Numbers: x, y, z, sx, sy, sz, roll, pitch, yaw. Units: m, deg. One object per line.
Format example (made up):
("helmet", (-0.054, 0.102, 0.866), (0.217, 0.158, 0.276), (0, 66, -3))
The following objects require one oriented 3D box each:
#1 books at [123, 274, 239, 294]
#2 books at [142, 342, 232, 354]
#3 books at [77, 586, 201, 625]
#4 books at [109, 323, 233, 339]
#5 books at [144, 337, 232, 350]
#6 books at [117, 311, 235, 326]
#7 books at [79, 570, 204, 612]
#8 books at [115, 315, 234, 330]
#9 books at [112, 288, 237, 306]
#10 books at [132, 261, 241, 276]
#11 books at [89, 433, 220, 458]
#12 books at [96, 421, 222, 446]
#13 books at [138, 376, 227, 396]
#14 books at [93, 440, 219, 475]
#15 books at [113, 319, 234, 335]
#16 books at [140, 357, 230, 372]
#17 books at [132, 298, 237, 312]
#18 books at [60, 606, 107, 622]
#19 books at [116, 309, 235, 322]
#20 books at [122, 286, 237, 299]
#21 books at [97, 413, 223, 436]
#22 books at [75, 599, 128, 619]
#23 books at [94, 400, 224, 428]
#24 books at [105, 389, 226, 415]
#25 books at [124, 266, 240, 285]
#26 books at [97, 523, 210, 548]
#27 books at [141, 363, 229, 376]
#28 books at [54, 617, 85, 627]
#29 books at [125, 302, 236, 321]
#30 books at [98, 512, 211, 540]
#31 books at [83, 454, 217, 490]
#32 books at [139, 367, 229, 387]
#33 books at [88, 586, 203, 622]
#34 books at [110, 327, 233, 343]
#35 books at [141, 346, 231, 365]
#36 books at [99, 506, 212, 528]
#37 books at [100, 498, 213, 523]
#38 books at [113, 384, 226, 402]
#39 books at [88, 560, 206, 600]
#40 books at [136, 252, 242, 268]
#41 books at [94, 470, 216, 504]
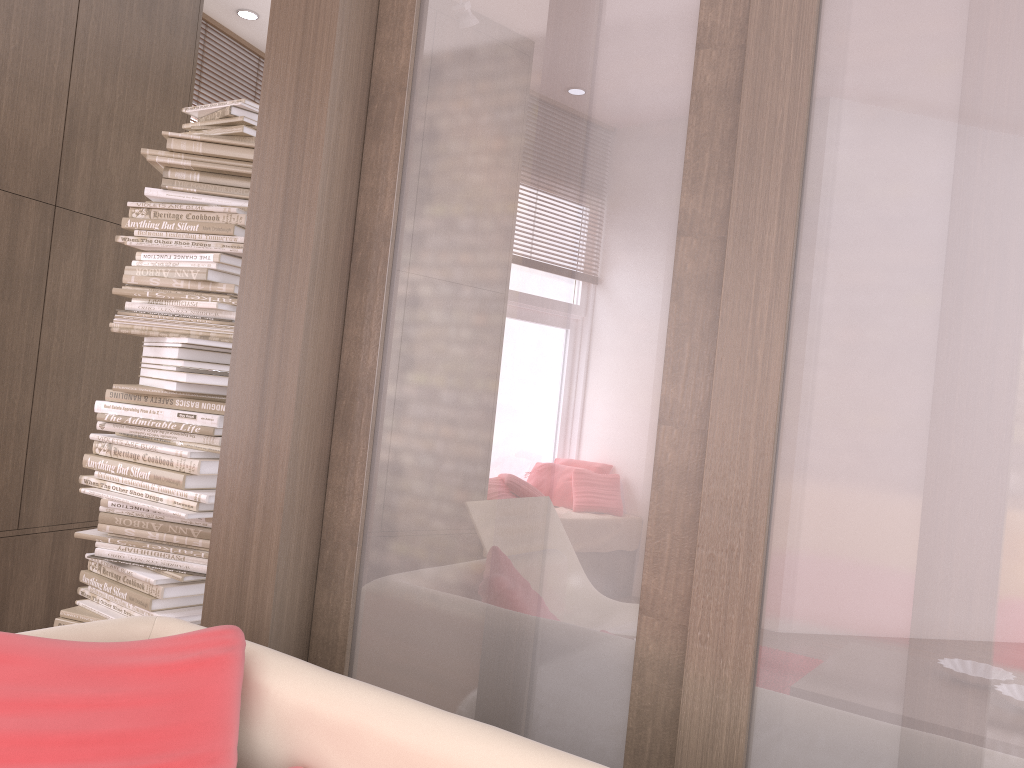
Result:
("books", (-1.040, -0.314, 2.962), (0.379, 0.028, 0.297), (6, -1, 8))
("books", (-0.994, -0.111, 2.954), (0.345, 0.010, 0.443), (7, -2, -37))
("books", (-1.137, 0.714, 2.903), (0.506, 0.023, 0.330), (5, -2, 38))
("books", (-1.054, -0.163, 2.952), (0.444, 0.015, 0.279), (6, -1, 8))
("books", (-0.983, -0.125, 2.926), (0.326, 0.018, 0.500), (7, -2, -37))
("books", (-1.035, -0.201, 2.954), (0.412, 0.011, 0.308), (6, -1, 8))
("books", (-1.143, 0.658, 2.904), (0.432, 0.038, 0.339), (5, -2, 38))
("books", (-1.029, -0.188, 2.943), (0.446, 0.012, 0.291), (6, -1, 8))
("books", (-1.032, -0.271, 2.950), (0.467, 0.020, 0.283), (6, -1, 8))
("books", (-1.020, -0.374, 2.967), (0.388, 0.020, 0.287), (5, -1, 28))
("books", (-1.070, 0.207, 2.946), (0.510, 0.020, 0.399), (5, -1, 33))
("books", (-1.058, 0.165, 2.956), (0.469, 0.028, 0.368), (6, -1, 18))
("books", (-1.018, 0.013, 2.948), (0.322, 0.030, 0.435), (7, -2, -37))
("books", (-1.044, 0.244, 2.955), (0.542, 0.046, 0.421), (5, -1, 33))
("books", (-1.044, -0.176, 2.951), (0.432, 0.013, 0.288), (6, -1, 8))
("books", (-0.996, -0.056, 2.930), (0.323, 0.020, 0.484), (7, -2, -37))
("books", (-1.015, -0.249, 2.954), (0.388, 0.020, 0.287), (5, -1, 28))
("books", (-1.146, 0.749, 2.878), (0.450, 0.022, 0.364), (6, -1, 18))
("books", (-1.054, -0.212, 2.967), (0.395, 0.007, 0.308), (6, -1, 8))
("books", (-1.055, -0.288, 2.957), (0.368, 0.009, 0.262), (6, -1, 8))
("books", (-1.062, 0.134, 2.922), (0.442, 0.025, 0.346), (6, -1, 18))
("books", (-1.126, 0.733, 2.857), (0.448, 0.013, 0.350), (5, -2, 38))
("books", (-1.061, 0.103, 2.946), (0.469, 0.038, 0.364), (6, -1, 18))
("books", (-1.016, 0.068, 2.945), (0.518, 0.038, 0.341), (6, -1, 18))
("books", (-1.046, -0.347, 2.973), (0.379, 0.039, 0.297), (5, -1, 28))
("books", (-1.072, 0.475, 2.885), (0.396, 0.024, 0.310), (6, -1, 13))
("books", (-1.031, -0.042, 2.949), (0.294, 0.013, 0.413), (7, -2, -37))
("books", (-1.130, 0.792, 2.841), (0.518, 0.057, 0.341), (6, -1, 18))
("books", (-1.038, -0.227, 2.975), (0.379, 0.028, 0.297), (6, -1, 8))
("books", (-1.069, 0.445, 2.885), (0.396, 0.033, 0.310), (6, -1, 13))
("books", (-1.083, 0.287, 2.945), (0.522, 0.046, 0.410), (5, -1, 33))
("books", (-0.990, -0.016, 2.911), (0.317, 0.030, 0.524), (7, -2, -37))
("books", (-1.087, 0.694, 2.874), (0.468, 0.021, 0.350), (5, -2, 38))
("books", (-1.034, -0.146, 2.931), (0.469, 0.015, 0.267), (6, -1, 8))
("books", (-1.019, -0.088, 2.953), (0.308, 0.036, 0.417), (7, -2, -37))
("books", (-1.069, 0.419, 2.892), (0.405, 0.018, 0.300), (6, -1, 13))
("books", (-1.064, 0.397, 2.886), (0.396, 0.024, 0.310), (6, -1, 13))
("books", (-1.041, 0.036, 2.966), (0.450, 0.022, 0.364), (6, -1, -7))
("books", (-1.110, 0.622, 2.910), (0.448, 0.038, 0.348), (5, -2, 38))
("books", (-0.999, -0.396, 2.952), (0.379, 0.028, 0.297), (5, -1, 28))
("books", (-1.012, 0.331, 2.915), (0.566, 0.025, 0.423), (5, -1, 33))
